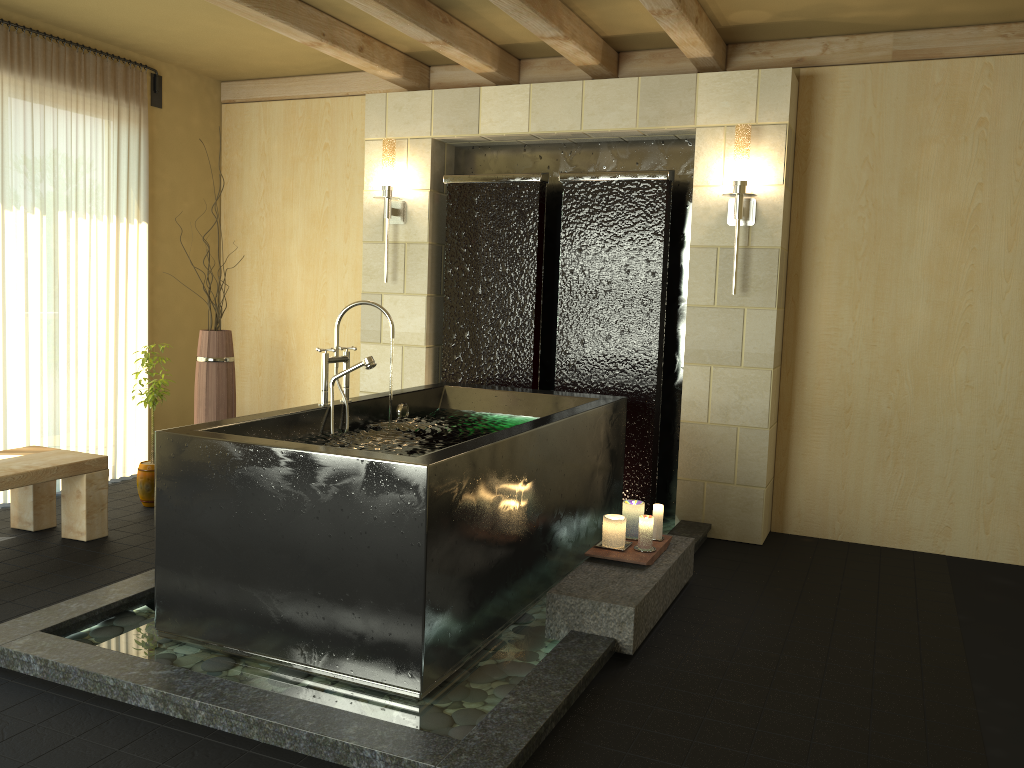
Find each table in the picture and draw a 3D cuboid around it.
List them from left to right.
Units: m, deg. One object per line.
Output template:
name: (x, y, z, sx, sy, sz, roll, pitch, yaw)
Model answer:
table: (-2.435, 0.576, 3.944, 0.513, 0.399, 1.126, 4, 6, 23)

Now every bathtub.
bathtub: (-0.320, 0.236, 3.823, 1.068, 1.160, 2.134, 4, 6, 23)

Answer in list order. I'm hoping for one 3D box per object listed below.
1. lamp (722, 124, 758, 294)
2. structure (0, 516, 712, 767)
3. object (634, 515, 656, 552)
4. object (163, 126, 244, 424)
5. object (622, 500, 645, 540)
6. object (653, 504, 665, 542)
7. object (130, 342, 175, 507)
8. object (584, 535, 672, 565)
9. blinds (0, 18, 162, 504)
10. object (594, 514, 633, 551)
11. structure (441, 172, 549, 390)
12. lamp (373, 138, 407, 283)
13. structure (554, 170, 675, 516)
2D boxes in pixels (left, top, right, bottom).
lamp: (1.139, -0.870, 4.453, 0.176, 0.836, 0.188, 4, 6, 23)
structure: (-0.144, 0.943, 4.278, 1.973, 0.635, 3.804, 5, 6, 23)
object: (0.548, 0.611, 3.635, 0.091, 0.139, 0.091, 4, 6, 18)
object: (-1.862, -0.437, 5.352, 0.468, 2.177, 0.463, 1, 5, -16)
object: (0.521, 0.583, 3.817, 0.112, 0.154, 0.112, 4, 6, 18)
object: (0.623, 0.591, 3.792, 0.056, 0.151, 0.056, 4, 6, 23)
object: (-2.016, 0.218, 4.965, 0.242, 0.928, 0.267, -1, 6, -29)
object: (0.494, 0.687, 3.713, 0.254, 0.031, 0.441, 5, 6, 23)
blinds: (-2.652, -0.645, 4.908, 0.064, 2.577, 1.946, 4, 6, 22)
object: (0.423, 0.610, 3.672, 0.131, 0.124, 0.131, 4, 6, 23)
structure: (-0.138, -0.196, 5.222, 0.641, 2.065, 0.094, 4, 6, 23)
lamp: (-0.733, -1.021, 5.252, 0.176, 0.836, 0.188, 4, 6, 23)
structure: (0.526, -0.142, 4.938, 0.641, 2.065, 0.094, 4, 6, 23)
